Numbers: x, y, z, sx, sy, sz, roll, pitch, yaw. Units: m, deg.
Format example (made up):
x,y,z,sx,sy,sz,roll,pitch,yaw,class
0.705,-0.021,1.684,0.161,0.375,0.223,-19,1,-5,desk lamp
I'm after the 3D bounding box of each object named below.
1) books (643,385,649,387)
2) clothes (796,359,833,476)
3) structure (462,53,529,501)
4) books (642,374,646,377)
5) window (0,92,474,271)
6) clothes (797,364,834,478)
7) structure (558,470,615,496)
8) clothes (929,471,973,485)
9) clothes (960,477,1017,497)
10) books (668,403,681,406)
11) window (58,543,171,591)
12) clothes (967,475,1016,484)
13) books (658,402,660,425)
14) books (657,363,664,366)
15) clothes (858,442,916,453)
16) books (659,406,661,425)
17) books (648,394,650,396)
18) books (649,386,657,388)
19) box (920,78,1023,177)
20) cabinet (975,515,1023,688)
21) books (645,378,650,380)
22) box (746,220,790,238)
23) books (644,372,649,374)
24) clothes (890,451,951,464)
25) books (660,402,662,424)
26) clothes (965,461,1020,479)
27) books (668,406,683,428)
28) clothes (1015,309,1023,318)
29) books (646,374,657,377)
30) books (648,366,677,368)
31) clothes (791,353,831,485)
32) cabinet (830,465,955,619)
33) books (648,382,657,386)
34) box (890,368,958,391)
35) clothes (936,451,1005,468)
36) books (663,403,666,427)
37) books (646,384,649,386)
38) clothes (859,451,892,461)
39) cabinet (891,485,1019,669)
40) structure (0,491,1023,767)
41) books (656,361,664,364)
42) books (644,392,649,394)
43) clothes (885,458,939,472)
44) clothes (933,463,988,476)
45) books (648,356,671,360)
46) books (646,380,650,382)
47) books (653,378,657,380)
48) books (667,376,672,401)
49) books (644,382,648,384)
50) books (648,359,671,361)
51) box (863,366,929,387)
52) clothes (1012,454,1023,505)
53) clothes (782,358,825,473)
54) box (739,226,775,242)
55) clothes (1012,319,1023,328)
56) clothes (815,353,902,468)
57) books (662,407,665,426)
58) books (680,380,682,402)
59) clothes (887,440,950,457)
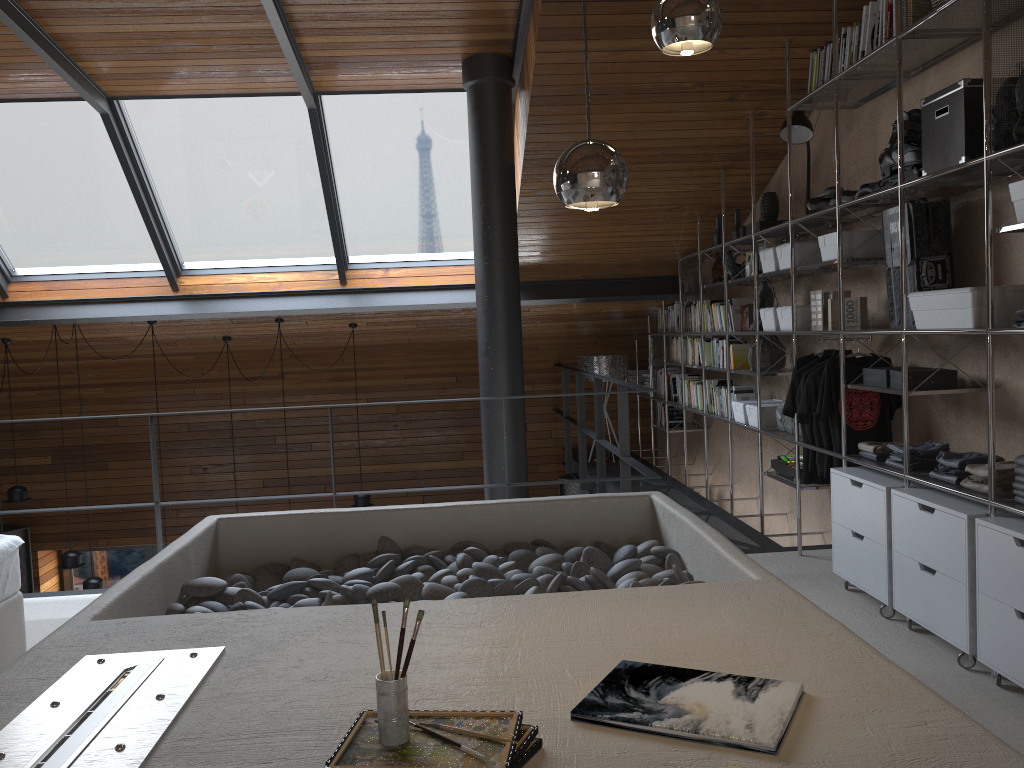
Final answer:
x,y,z,sx,sy,sz,roll,pitch,yaw,class
1.397,0.023,8.475,0.240,0.028,0.180,-3,3,-14,books
1.668,0.163,4.451,0.488,0.586,0.074,-3,3,-11,clothes
-0.011,0.830,5.409,1.197,5.700,1.689,-3,3,-4,structure
1.393,-0.088,8.469,0.268,0.025,0.176,-3,3,-4,books
-1.986,-1.459,6.462,3.818,1.031,1.213,-3,3,-4,window
1.642,0.168,4.383,0.488,0.586,0.074,-3,3,-11,clothes
0.811,1.268,9.119,0.488,0.735,0.461,-6,4,-44,structure
1.759,0.343,3.402,0.242,0.048,0.207,-3,3,-7,clothes
1.765,0.356,3.154,0.238,0.053,0.212,-3,3,-6,clothes
1.418,0.274,7.722,0.137,0.216,0.049,-3,3,-4,books
-1.973,2.269,9.817,5.936,1.522,0.101,-3,3,-4,window
1.748,0.329,3.134,0.229,0.052,0.199,-2,3,-1,clothes
1.384,0.265,8.023,0.127,0.201,0.011,-3,3,-4,books
1.411,-0.182,8.173,0.234,0.028,0.180,-3,3,-4,books
1.702,0.282,3.996,0.221,0.050,0.196,-3,3,-2,clothes
1.389,0.281,8.001,0.119,0.172,0.014,-3,3,-4,books
1.398,0.099,8.199,0.252,0.016,0.182,-2,3,2,books
1.405,0.018,8.182,0.258,0.016,0.181,-3,3,-2,books
1.699,-0.932,3.244,0.266,0.295,0.289,-3,3,-4,box
1.806,0.735,2.756,0.435,0.561,0.527,-3,3,-4,cabinet
1.402,-0.048,8.478,0.206,0.012,0.161,-3,3,-14,books
1.558,-0.940,5.377,0.208,0.079,0.207,-3,3,-7,box
1.388,-0.108,8.477,0.231,0.012,0.159,-2,3,1,books
1.718,0.304,3.732,0.215,0.047,0.191,-3,3,-4,clothes
1.410,0.256,7.965,0.161,0.223,0.017,-3,3,-4,books
1.753,0.302,3.144,0.212,0.047,0.187,-3,3,-3,clothes
1.418,0.287,7.706,0.138,0.191,0.049,-3,3,-4,books
1.790,-0.228,2.872,0.215,0.047,0.191,-3,3,-4,clothes
1.394,-0.083,8.176,0.288,0.025,0.175,-2,3,2,books
1.389,-0.159,8.172,0.228,0.016,0.182,-3,3,-4,books
1.643,0.177,4.613,0.424,0.689,0.090,-3,3,-5,clothes
1.722,0.674,3.882,0.435,0.561,0.527,-3,3,-4,cabinet
1.397,-0.003,8.180,0.258,0.028,0.180,-2,3,2,books
1.716,-0.019,3.704,0.208,0.079,0.207,-2,3,8,box
1.756,0.288,3.389,0.204,0.049,0.184,-3,3,-5,clothes
1.420,0.267,7.827,0.155,0.215,0.055,-3,3,-4,books
1.404,0.001,8.459,0.234,0.016,0.182,-2,3,1,books
1.718,0.313,4.000,0.248,0.043,0.190,-2,3,5,clothes
1.765,0.704,3.326,0.435,0.561,0.527,-3,3,-4,cabinet
-1.558,0.635,2.200,4.614,1.120,2.634,-3,3,-4,structure
1.389,-0.205,8.186,0.216,0.021,0.174,-3,3,-4,books
1.394,0.082,8.490,0.234,0.016,0.182,-3,3,-4,books
1.736,0.328,3.738,0.243,0.045,0.208,-3,3,-4,clothes
1.740,0.318,3.392,0.203,0.053,0.198,-2,3,0,clothes
1.394,-0.240,8.196,0.228,0.016,0.182,-3,3,-4,books
1.410,-0.033,8.471,0.213,0.017,0.167,-3,3,-9,books
1.408,-0.050,8.175,0.225,0.017,0.167,-3,3,-4,books
1.396,0.033,7.591,0.137,0.215,0.014,-3,3,-4,books
1.403,-0.015,8.458,0.234,0.016,0.182,-3,3,-14,books
1.390,-0.224,8.186,0.228,0.016,0.182,-3,3,-4,books
1.708,-0.032,3.938,0.208,0.079,0.207,-3,3,-5,box
1.761,0.313,2.867,0.184,0.172,0.201,-3,3,-2,clothes
1.628,0.158,4.570,0.488,0.586,0.074,-3,3,-11,clothes
1.550,-0.952,5.595,0.208,0.079,0.207,-2,3,10,box
1.774,-0.203,2.869,0.243,0.045,0.208,-3,3,-5,clothes
1.669,0.197,4.246,0.424,0.689,0.090,-3,3,-5,clothes
1.393,0.285,7.869,0.112,0.177,0.009,-3,3,-4,books
1.438,0.061,7.226,0.127,0.200,0.046,-3,3,-4,books
1.723,0.272,3.746,0.200,0.052,0.194,-3,3,-2,clothes
